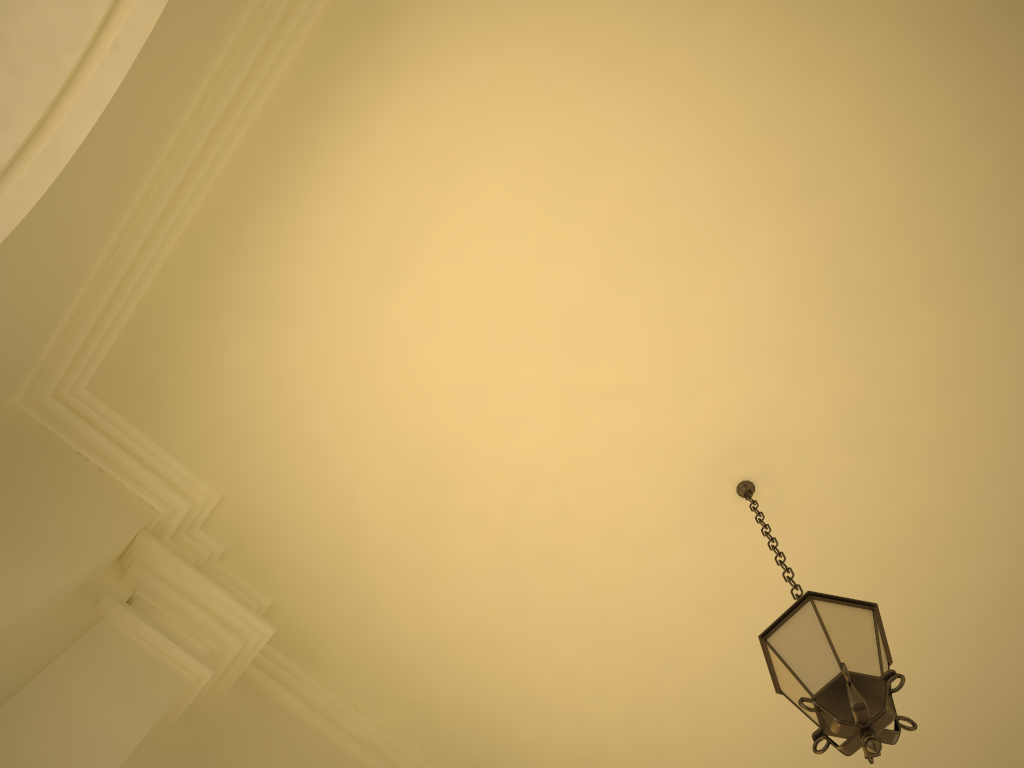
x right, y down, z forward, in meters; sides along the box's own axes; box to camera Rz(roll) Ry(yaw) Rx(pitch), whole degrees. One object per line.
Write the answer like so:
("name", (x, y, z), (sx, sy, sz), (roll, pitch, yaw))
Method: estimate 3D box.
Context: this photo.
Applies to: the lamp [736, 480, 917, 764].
("lamp", (1.236, 0.870, 3.880), (0.509, 2.454, 0.463), (11, -77, 3))
